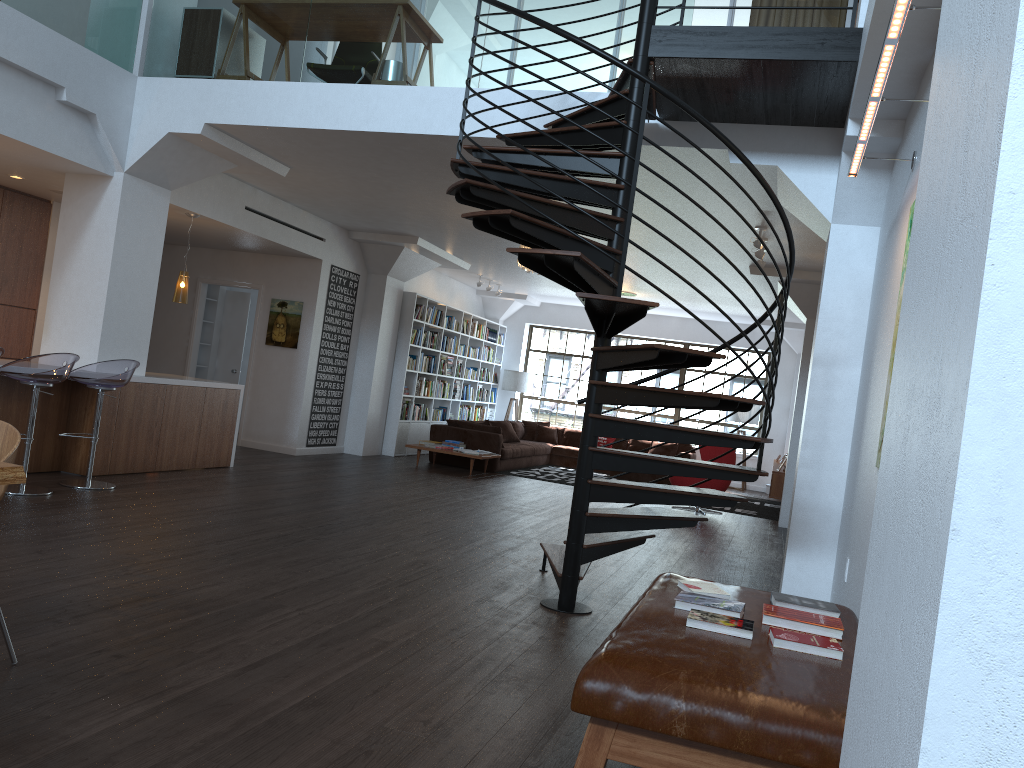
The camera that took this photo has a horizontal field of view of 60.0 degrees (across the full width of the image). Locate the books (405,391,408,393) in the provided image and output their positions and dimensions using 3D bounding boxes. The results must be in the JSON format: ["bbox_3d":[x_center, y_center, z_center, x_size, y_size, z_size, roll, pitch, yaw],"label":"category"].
[{"bbox_3d":[-1.654,0.097,13.187,0.197,0.033,0.284,8,0,-8],"label":"books"}]

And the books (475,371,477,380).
[{"bbox_3d":[-0.696,-0.154,16.000,0.107,0.167,0.017,8,-1,17],"label":"books"}]

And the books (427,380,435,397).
[{"bbox_3d":[-1.337,0.073,14.109,0.183,0.253,0.034,8,-1,17],"label":"books"}]

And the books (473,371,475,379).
[{"bbox_3d":[-0.736,-0.162,15.901,0.109,0.171,0.018,8,-1,17],"label":"books"}]

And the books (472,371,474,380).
[{"bbox_3d":[-0.757,-0.172,15.861,0.134,0.184,0.030,8,-1,17],"label":"books"}]

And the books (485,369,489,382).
[{"bbox_3d":[-0.538,-0.170,16.610,0.183,0.253,0.042,8,-1,17],"label":"books"}]

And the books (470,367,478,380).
[{"bbox_3d":[-0.698,-0.186,16.038,0.140,0.231,0.042,8,-1,17],"label":"books"}]

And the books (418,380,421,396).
[{"bbox_3d":[-1.491,0.054,13.625,0.159,0.241,0.038,8,-1,17],"label":"books"}]

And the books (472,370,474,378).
[{"bbox_3d":[-0.759,-0.169,15.834,0.128,0.178,0.021,8,-1,17],"label":"books"}]

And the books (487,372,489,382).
[{"bbox_3d":[-0.514,-0.157,16.696,0.174,0.236,0.142,8,-1,16],"label":"books"}]

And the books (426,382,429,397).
[{"bbox_3d":[-1.404,0.074,13.915,0.168,0.231,0.037,8,-1,17],"label":"books"}]

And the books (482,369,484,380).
[{"bbox_3d":[-0.610,-0.167,16.343,0.161,0.223,0.032,8,-1,17],"label":"books"}]

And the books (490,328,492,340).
[{"bbox_3d":[-0.477,-0.920,16.515,0.183,0.253,0.042,8,-1,17],"label":"books"}]

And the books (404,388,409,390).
[{"bbox_3d":[-1.654,0.064,13.183,0.174,0.032,0.254,8,-1,12],"label":"books"}]

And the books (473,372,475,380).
[{"bbox_3d":[-0.726,-0.152,15.916,0.110,0.153,0.019,8,-1,17],"label":"books"}]

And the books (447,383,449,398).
[{"bbox_3d":[-1.147,0.105,14.764,0.183,0.253,0.034,8,-1,16],"label":"books"}]

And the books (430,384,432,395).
[{"bbox_3d":[-1.367,0.075,14.050,0.174,0.240,0.045,8,-1,17],"label":"books"}]

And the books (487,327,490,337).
[{"bbox_3d":[-0.518,-0.927,16.391,0.183,0.253,0.042,8,-1,17],"label":"books"}]

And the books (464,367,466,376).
[{"bbox_3d":[-0.886,-0.200,15.420,0.136,0.196,0.043,8,-1,17],"label":"books"}]

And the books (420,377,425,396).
[{"bbox_3d":[-1.450,0.036,13.749,0.176,0.290,0.053,8,-1,17],"label":"books"}]

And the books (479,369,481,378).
[{"bbox_3d":[-0.664,-0.190,16.204,0.160,0.251,0.031,8,-1,17],"label":"books"}]

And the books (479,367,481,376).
[{"bbox_3d":[-0.682,-0.209,16.168,0.198,0.284,0.049,8,-1,17],"label":"books"}]

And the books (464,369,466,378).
[{"bbox_3d":[-0.878,-0.200,15.451,0.127,0.200,0.020,8,-1,17],"label":"books"}]

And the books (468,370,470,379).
[{"bbox_3d":[-0.809,-0.170,15.624,0.106,0.162,0.030,8,-1,17],"label":"books"}]

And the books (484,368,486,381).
[{"bbox_3d":[-0.578,-0.175,16.490,0.160,0.251,0.039,8,-1,17],"label":"books"}]

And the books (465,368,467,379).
[{"bbox_3d":[-0.862,-0.189,15.514,0.134,0.184,0.029,8,-1,17],"label":"books"}]

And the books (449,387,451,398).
[{"bbox_3d":[-1.118,0.121,14.866,0.168,0.231,0.037,8,-1,16],"label":"books"}]

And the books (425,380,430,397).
[{"bbox_3d":[-1.389,0.065,13.948,0.183,0.253,0.034,8,-1,17],"label":"books"}]

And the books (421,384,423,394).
[{"bbox_3d":[-1.464,0.067,13.709,0.161,0.223,0.027,8,-1,17],"label":"books"}]

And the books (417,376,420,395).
[{"bbox_3d":[-1.493,0.024,13.533,0.140,0.298,0.044,8,-1,17],"label":"books"}]

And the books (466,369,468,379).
[{"bbox_3d":[-0.841,-0.180,15.552,0.109,0.171,0.017,8,-1,17],"label":"books"}]

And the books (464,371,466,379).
[{"bbox_3d":[-0.867,-0.188,15.468,0.128,0.178,0.021,8,-1,17],"label":"books"}]

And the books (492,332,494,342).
[{"bbox_3d":[-0.439,-0.914,16.640,0.183,0.253,0.042,8,-1,17],"label":"books"}]

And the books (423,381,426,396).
[{"bbox_3d":[-1.448,0.062,13.826,0.174,0.240,0.045,8,-1,17],"label":"books"}]

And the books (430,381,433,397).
[{"bbox_3d":[-1.348,0.073,14.081,0.160,0.250,0.026,8,-1,17],"label":"books"}]

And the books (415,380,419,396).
[{"bbox_3d":[-1.528,0.044,13.490,0.189,0.247,0.057,8,-1,17],"label":"books"}]

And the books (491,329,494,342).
[{"bbox_3d":[-0.445,-0.915,16.596,0.183,0.253,0.042,8,-1,17],"label":"books"}]

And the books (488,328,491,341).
[{"bbox_3d":[-0.500,-0.924,16.431,0.183,0.253,0.042,8,-1,17],"label":"books"}]

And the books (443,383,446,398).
[{"bbox_3d":[-1.186,0.098,14.587,0.183,0.253,0.034,8,-1,16],"label":"books"}]

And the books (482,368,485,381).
[{"bbox_3d":[-0.611,-0.182,16.382,0.183,0.253,0.042,8,-1,17],"label":"books"}]

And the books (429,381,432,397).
[{"bbox_3d":[-1.370,0.068,14.011,0.183,0.253,0.034,8,-1,17],"label":"books"}]

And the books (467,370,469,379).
[{"bbox_3d":[-0.823,-0.174,15.602,0.120,0.167,0.019,8,-1,17],"label":"books"}]

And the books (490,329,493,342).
[{"bbox_3d":[-0.462,-0.918,16.556,0.183,0.253,0.042,8,-1,17],"label":"books"}]

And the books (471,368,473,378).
[{"bbox_3d":[-0.774,-0.183,15.795,0.127,0.200,0.020,8,-1,17],"label":"books"}]

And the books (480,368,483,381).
[{"bbox_3d":[-0.634,-0.180,16.272,0.174,0.240,0.054,8,-1,17],"label":"books"}]

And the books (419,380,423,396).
[{"bbox_3d":[-1.475,0.054,13.669,0.171,0.246,0.057,8,-1,17],"label":"books"}]

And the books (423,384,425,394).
[{"bbox_3d":[-1.442,0.071,13.787,0.161,0.223,0.026,8,-1,17],"label":"books"}]

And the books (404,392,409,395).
[{"bbox_3d":[-1.659,0.131,13.186,0.197,0.035,0.284,8,0,7],"label":"books"}]

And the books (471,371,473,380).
[{"bbox_3d":[-0.763,-0.170,15.813,0.128,0.178,0.022,8,-1,17],"label":"books"}]

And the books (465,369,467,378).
[{"bbox_3d":[-0.863,-0.187,15.488,0.128,0.178,0.020,8,-1,17],"label":"books"}]

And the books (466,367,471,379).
[{"bbox_3d":[-0.807,-0.192,15.686,0.140,0.206,0.042,8,-1,17],"label":"books"}]

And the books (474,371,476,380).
[{"bbox_3d":[-0.717,-0.156,15.953,0.120,0.167,0.020,8,-1,17],"label":"books"}]

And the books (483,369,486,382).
[{"bbox_3d":[-0.587,-0.175,16.452,0.171,0.246,0.039,8,-1,17],"label":"books"}]

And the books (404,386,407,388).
[{"bbox_3d":[-1.648,0.037,13.187,0.144,0.025,0.204,8,0,7],"label":"books"}]

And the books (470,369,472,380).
[{"bbox_3d":[-0.792,-0.182,15.723,0.139,0.191,0.036,8,-1,17],"label":"books"}]

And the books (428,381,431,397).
[{"bbox_3d":[-1.376,0.067,13.978,0.183,0.253,0.034,8,-1,17],"label":"books"}]

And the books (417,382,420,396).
[{"bbox_3d":[-1.491,0.071,13.579,0.144,0.207,0.048,8,-1,17],"label":"books"}]

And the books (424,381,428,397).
[{"bbox_3d":[-1.412,0.064,13.868,0.171,0.246,0.057,8,-1,17],"label":"books"}]

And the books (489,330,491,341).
[{"bbox_3d":[-0.487,-0.922,16.472,0.183,0.253,0.042,8,-1,17],"label":"books"}]
